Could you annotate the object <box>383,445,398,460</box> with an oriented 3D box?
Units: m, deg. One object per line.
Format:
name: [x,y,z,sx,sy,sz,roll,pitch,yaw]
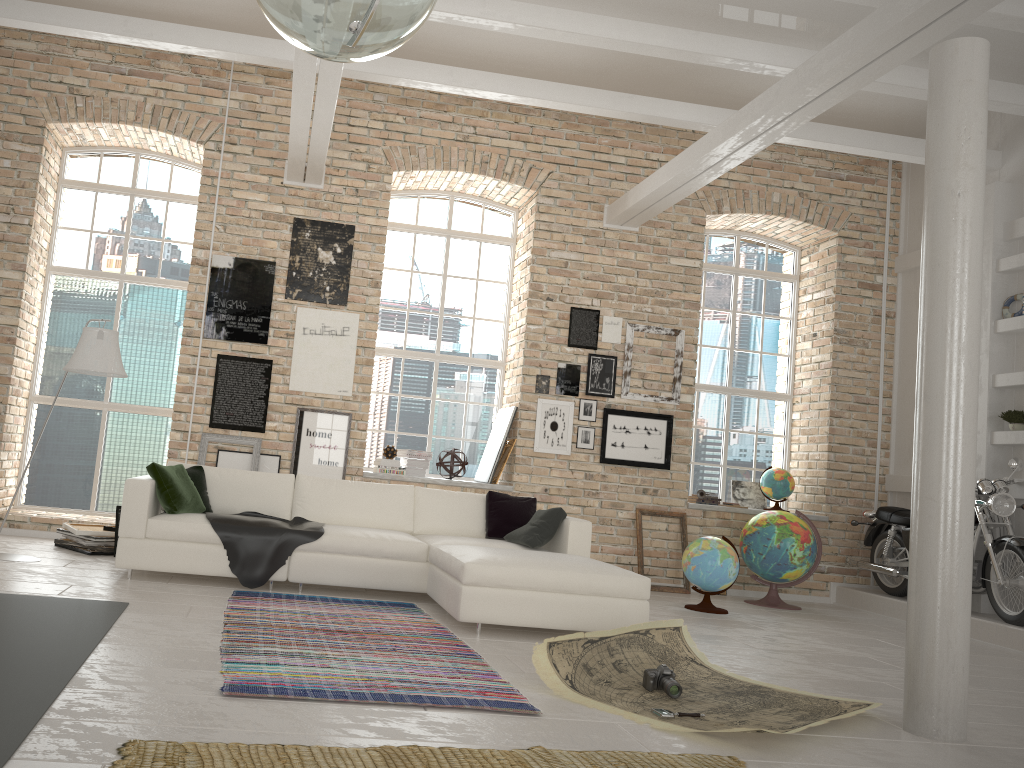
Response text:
object: [-1.166,0.655,8.529,0.148,0.137,0.138,4,-6,16]

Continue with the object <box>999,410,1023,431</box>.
object: [4.203,0.305,7.455,0.237,0.180,0.245,10,-8,-40]

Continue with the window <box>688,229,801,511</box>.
window: [3.856,-0.625,4.016,1.395,2.986,11.713,6,-6,-14]

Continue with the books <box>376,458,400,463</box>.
books: [-1.180,0.727,8.469,0.176,0.030,0.184,8,-6,-22]

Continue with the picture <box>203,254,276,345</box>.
picture: [-2.519,-0.782,8.260,0.580,0.784,0.037,6,-6,-7]

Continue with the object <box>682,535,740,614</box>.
object: [1.628,1.556,7.340,0.475,0.631,0.421,2,-6,29]

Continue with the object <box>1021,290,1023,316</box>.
object: [4.330,-0.695,7.509,0.071,0.267,0.063,1,-7,33]

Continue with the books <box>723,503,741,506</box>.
books: [2.169,1.192,8.803,0.100,0.014,0.141,9,-7,-30]

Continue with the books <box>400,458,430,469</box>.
books: [-0.962,0.780,8.793,0.230,0.088,0.328,7,-6,-17]

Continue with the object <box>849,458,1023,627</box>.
object: [3.724,1.263,7.673,0.787,1.327,2.243,7,-6,-18]

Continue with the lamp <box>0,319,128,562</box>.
lamp: [-3.290,0.397,6.467,1.056,1.774,0.427,2,-6,24]

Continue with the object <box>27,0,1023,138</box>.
object: [0.342,-1.055,3.606,9.928,4.794,12.126,7,-6,-12]

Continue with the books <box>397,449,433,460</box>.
books: [-0.962,0.694,8.793,0.287,0.085,0.242,9,-7,-30]

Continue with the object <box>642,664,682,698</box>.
object: [0.705,1.369,4.117,0.146,0.124,0.173,6,-6,-11]

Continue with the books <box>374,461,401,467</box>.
books: [-1.190,0.761,8.466,0.194,0.040,0.204,8,-7,-25]

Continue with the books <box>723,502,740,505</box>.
books: [2.163,1.180,8.811,0.125,0.013,0.108,10,-7,-35]

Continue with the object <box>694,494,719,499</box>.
object: [1.939,1.129,8.963,0.209,0.021,0.162,7,-6,-10]

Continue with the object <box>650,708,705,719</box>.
object: [0.701,1.376,3.710,0.221,0.019,0.100,7,-6,-13]

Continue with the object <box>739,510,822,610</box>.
object: [2.428,1.598,8.173,0.614,0.923,0.697,9,-7,-36]

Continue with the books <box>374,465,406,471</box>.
books: [-1.158,0.794,8.454,0.264,0.024,0.225,7,-6,-14]

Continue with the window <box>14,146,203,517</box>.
window: [-2.389,-0.984,3.200,1.395,3.652,11.713,6,-6,-15]

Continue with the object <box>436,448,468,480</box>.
object: [-0.575,0.766,8.546,0.294,0.307,0.319,7,-6,-20]

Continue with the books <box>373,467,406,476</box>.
books: [-1.164,0.829,8.450,0.269,0.048,0.225,7,-6,-14]

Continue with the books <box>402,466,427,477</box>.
books: [-0.969,0.862,8.783,0.235,0.088,0.321,6,-6,-7]

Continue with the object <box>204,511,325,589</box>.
object: [-1.800,1.178,6.382,0.874,0.463,0.796,7,-6,-13]

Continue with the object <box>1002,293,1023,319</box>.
object: [4.316,-0.663,7.641,0.068,0.228,0.244,7,-6,-23]

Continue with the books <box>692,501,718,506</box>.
books: [1.925,1.202,8.960,0.251,0.025,0.206,7,-6,-9]

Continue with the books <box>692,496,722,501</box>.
books: [1.937,1.152,8.972,0.250,0.026,0.210,7,-6,-15]

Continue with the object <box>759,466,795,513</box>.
object: [2.712,1.077,9.121,0.327,0.464,0.333,6,-6,-6]

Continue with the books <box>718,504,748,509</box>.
books: [2.178,1.209,8.796,0.223,0.022,0.180,7,-6,-10]

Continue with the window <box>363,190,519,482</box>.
window: [0.762,-0.968,3.626,1.395,2.986,11.713,6,-6,-14]

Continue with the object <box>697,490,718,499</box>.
object: [1.970,1.117,8.987,0.100,0.090,0.450,2,-7,29]

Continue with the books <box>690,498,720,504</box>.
books: [1.926,1.176,8.967,0.249,0.029,0.208,7,-6,-11]

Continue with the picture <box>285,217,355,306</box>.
picture: [-1.806,-1.149,8.401,0.578,0.783,0.037,6,-6,-7]

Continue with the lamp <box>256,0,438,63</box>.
lamp: [-0.369,-1.588,2.275,0.508,1.597,0.496,5,-6,3]
